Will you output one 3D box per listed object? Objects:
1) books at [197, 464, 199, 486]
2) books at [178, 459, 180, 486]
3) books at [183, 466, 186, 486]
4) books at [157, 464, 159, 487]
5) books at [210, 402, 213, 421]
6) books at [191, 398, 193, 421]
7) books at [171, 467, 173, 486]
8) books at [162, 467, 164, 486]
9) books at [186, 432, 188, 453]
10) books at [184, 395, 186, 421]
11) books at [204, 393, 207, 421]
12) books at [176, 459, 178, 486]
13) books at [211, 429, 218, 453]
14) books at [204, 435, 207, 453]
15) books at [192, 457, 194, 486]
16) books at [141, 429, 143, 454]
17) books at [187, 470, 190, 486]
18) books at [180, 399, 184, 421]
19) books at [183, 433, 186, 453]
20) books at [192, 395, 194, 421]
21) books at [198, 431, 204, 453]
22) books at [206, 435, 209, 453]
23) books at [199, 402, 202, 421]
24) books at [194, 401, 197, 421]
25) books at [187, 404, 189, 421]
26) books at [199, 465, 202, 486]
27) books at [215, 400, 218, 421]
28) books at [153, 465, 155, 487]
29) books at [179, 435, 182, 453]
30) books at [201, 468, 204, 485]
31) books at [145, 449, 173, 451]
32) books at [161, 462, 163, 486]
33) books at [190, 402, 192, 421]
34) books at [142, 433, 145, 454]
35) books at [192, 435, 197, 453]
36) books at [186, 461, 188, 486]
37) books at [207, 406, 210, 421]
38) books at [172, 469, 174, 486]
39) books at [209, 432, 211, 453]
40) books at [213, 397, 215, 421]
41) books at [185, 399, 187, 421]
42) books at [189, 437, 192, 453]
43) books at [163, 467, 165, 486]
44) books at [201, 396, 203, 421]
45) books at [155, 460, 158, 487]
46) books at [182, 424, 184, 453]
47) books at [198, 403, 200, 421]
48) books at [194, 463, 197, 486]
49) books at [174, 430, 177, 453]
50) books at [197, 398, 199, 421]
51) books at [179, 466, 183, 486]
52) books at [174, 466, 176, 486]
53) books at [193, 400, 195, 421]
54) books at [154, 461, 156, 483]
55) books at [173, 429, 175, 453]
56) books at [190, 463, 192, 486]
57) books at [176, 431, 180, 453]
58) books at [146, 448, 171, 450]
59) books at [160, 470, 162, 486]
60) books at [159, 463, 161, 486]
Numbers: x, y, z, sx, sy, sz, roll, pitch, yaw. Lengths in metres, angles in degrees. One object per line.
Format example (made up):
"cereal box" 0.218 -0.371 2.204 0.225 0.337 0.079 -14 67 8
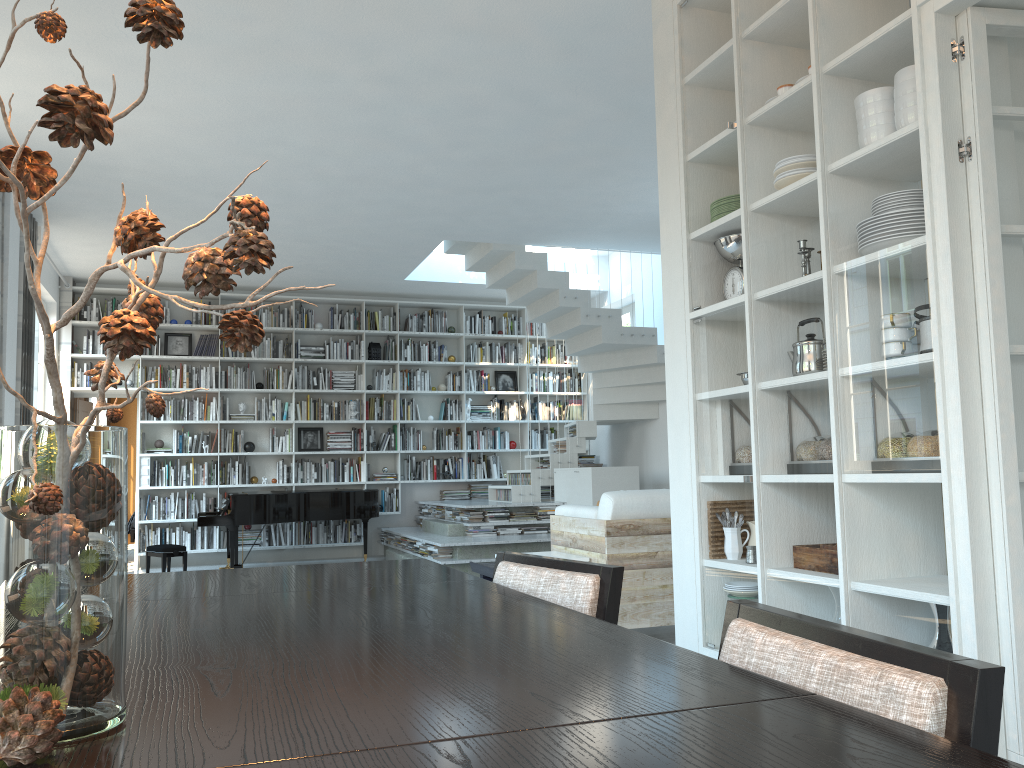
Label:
"books" -3.613 1.043 10.201 0.028 0.249 0.159 1 -6 -19
"books" -3.810 1.013 10.140 0.012 0.306 0.189 1 -6 -19
"books" -3.749 1.052 10.159 0.027 0.229 0.159 1 -6 -19
"books" -4.019 1.036 10.080 0.022 0.257 0.141 1 -6 -19
"books" -3.501 0.330 10.325 0.031 0.223 0.145 1 -6 -19
"books" -3.699 0.302 10.254 0.012 0.272 0.145 1 -6 -19
"books" -3.877 1.054 10.104 0.015 0.219 0.190 1 -6 -19
"books" -3.967 1.055 10.087 0.015 0.218 0.176 1 -6 -19
"books" -3.742 0.680 10.211 0.022 0.248 0.129 1 -6 -19
"books" -3.774 0.287 10.225 0.013 0.299 0.152 1 -6 -19
"books" -3.560 0.278 10.305 0.035 0.325 0.170 1 -6 -19
"books" -3.821 1.014 10.123 0.019 0.300 0.180 1 -6 -19
"books" -3.444 0.665 10.268 0.082 0.276 0.228 1 -6 -19
"books" -3.550 0.701 10.255 0.030 0.207 0.172 1 -6 -19
"books" -3.664 1.006 10.190 0.021 0.322 0.172 1 -6 -19
"books" -4.199 0.656 10.054 0.012 0.285 0.159 1 -6 -19
"books" -3.706 1.075 10.161 0.029 0.181 0.190 1 -6 -19
"books" -3.808 0.310 10.230 0.048 0.256 0.142 1 -6 -19
"books" -3.769 0.689 10.207 0.030 0.231 0.148 1 -6 -19
"books" -3.694 0.288 10.274 0.011 0.304 0.130 1 -6 -19
"books" -3.596 0.677 10.249 0.060 0.255 0.158 1 -6 -19
"books" -3.526 0.701 10.274 0.027 0.209 0.144 1 -6 -19
"books" -3.615 0.330 10.291 0.021 0.220 0.148 1 -6 -19
"books" -3.667 0.320 10.285 0.028 0.242 0.131 1 -6 -19
"books" -3.741 0.336 10.244 0.021 0.204 0.130 1 -6 -19
"books" -3.592 1.055 10.223 0.025 0.229 0.153 1 -6 -19
"books" -3.445 0.314 10.352 0.036 0.257 0.123 1 -6 -19
"books" -4.063 1.021 10.066 0.008 0.285 0.159 1 -6 -19
"books" -3.794 0.696 10.156 0.029 0.208 0.189 1 -6 -19
"books" -3.570 1.073 10.232 0.023 0.194 0.140 1 -6 -19
"books" -4.019 0.756 10.097 0.285 0.012 0.159 0 -6 -15
"books" -3.976 1.024 10.080 0.008 0.279 0.164 1 -6 -19
"books" -3.712 0.325 10.252 0.013 0.227 0.152 1 -6 -19
"books" -4.176 0.676 10.050 0.028 0.242 0.156 1 -6 -19
"books" -3.667 0.698 10.238 0.056 0.214 0.143 1 -6 -19
"books" -3.730 1.026 10.167 0.014 0.281 0.150 1 -6 -19
"books" -3.529 0.349 10.313 0.030 0.183 0.152 1 -6 -19
"books" -3.860 1.069 10.104 0.016 0.188 0.183 1 -6 -19
"books" -3.505 0.681 10.287 0.021 0.251 0.154 1 -6 -19
"books" -3.476 0.299 10.342 0.027 0.285 0.148 1 -6 -19
"books" -3.761 0.310 10.239 0.021 0.256 0.156 1 -6 -19
"books" -3.696 0.706 10.191 0.029 0.190 0.189 1 -6 -19
"books" -3.949 1.055 10.080 0.015 0.216 0.180 1 -6 -19
"books" -3.600 0.295 10.304 0.015 0.292 0.144 1 -6 -19
"books" -4.034 1.016 10.068 0.014 0.294 0.171 1 -6 -19
"books" -3.788 0.636 10.200 0.011 0.335 0.153 1 -6 -19
"books" -3.629 0.331 10.282 0.012 0.217 0.160 1 -6 -19
"books" -3.638 1.037 10.188 0.028 0.260 0.181 1 -6 -19
"books" -3.856 0.665 10.160 0.024 0.272 0.150 1 -6 -19
"books" -3.637 0.301 10.267 0.015 0.275 0.157 1 -6 -19
"books" -3.789 1.053 10.163 0.045 0.230 0.138 1 -6 -19
"books" -3.857 1.052 10.143 0.016 0.230 0.136 1 -6 -19
"books" -3.682 0.314 10.270 0.011 0.251 0.139 1 -6 -19
"books" -4.051 1.019 10.069 0.016 0.289 0.152 1 -6 -19
"books" -3.874 0.659 10.156 0.012 0.285 0.159 1 -6 -19
"books" -3.684 1.040 10.183 0.026 0.254 0.176 1 -6 -19
"books" -3.833 0.675 10.176 0.031 0.255 0.143 1 -6 -19
"books" -4.022 0.745 10.105 0.254 0.012 0.161 1 -6 -18
"books" -3.981 1.066 10.052 0.019 0.189 0.193 1 -6 -19
"books" -3.999 1.031 10.067 0.007 0.263 0.177 1 -6 -19
